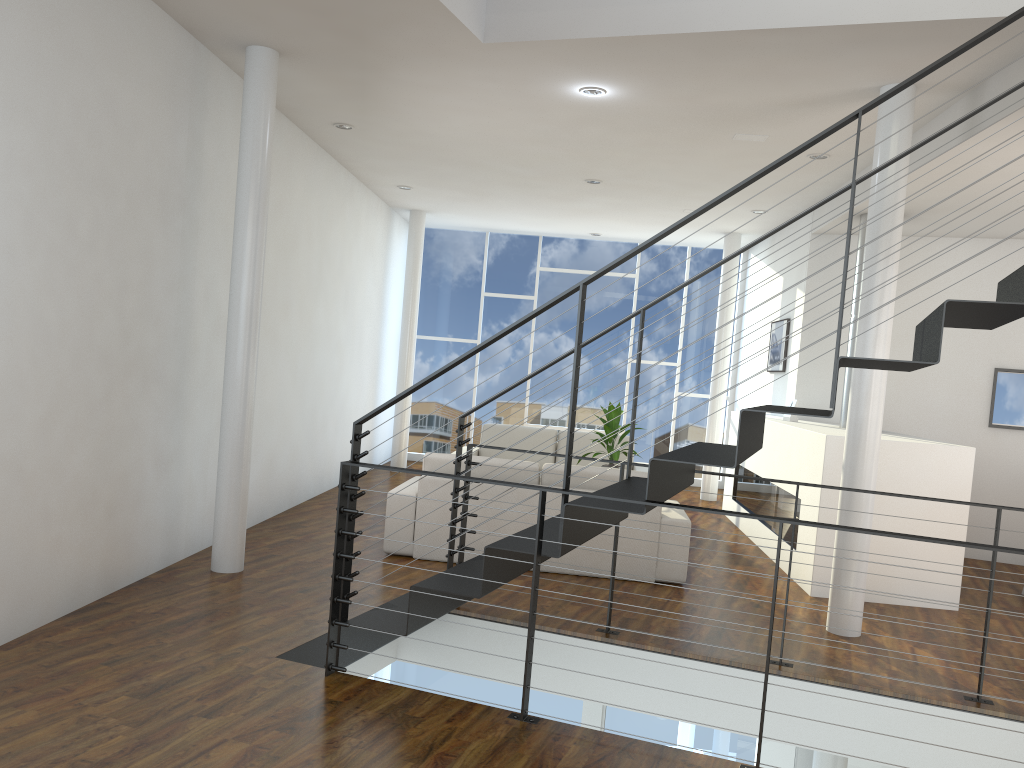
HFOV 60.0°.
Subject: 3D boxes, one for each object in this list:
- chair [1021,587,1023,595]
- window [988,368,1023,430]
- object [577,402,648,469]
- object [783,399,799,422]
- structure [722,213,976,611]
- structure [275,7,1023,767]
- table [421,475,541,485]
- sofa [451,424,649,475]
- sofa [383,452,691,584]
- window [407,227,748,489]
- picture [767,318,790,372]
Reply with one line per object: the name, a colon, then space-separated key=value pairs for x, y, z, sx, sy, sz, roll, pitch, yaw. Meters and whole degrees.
chair: x=3.067 y=0.840 z=4.787 sx=0.554 sy=0.766 sz=0.428 roll=6 pitch=3 yaw=26
window: x=4.253 y=0.179 z=5.787 sx=2.022 sy=0.408 sz=0.165 roll=5 pitch=2 yaw=20
object: x=0.700 y=0.416 z=5.988 sx=0.432 sy=0.602 sz=0.457 roll=4 pitch=2 yaw=-11
object: x=1.911 y=0.179 z=6.062 sx=0.061 sy=0.151 sz=0.100 roll=4 pitch=2 yaw=-9
structure: x=2.107 y=0.021 z=5.898 sx=0.750 sy=2.208 sz=2.748 roll=5 pitch=2 yaw=4
structure: x=1.430 y=0.656 z=2.731 sx=4.358 sy=6.304 sz=1.093 roll=6 pitch=3 yaw=20
table: x=0.197 y=0.817 z=6.088 sx=1.608 sy=0.285 sz=0.661 roll=5 pitch=1 yaw=5
sofa: x=0.338 y=0.661 z=7.154 sx=1.610 sy=0.566 sz=0.802 roll=5 pitch=2 yaw=5
sofa: x=0.163 y=0.691 z=5.025 sx=1.610 sy=0.566 sz=0.802 roll=5 pitch=2 yaw=5
window: x=0.706 y=-1.856 z=8.989 sx=3.414 sy=5.641 sz=0.090 roll=5 pitch=3 yaw=4
picture: x=2.143 y=-0.304 z=7.144 sx=0.020 sy=0.416 sz=0.574 roll=5 pitch=2 yaw=4
